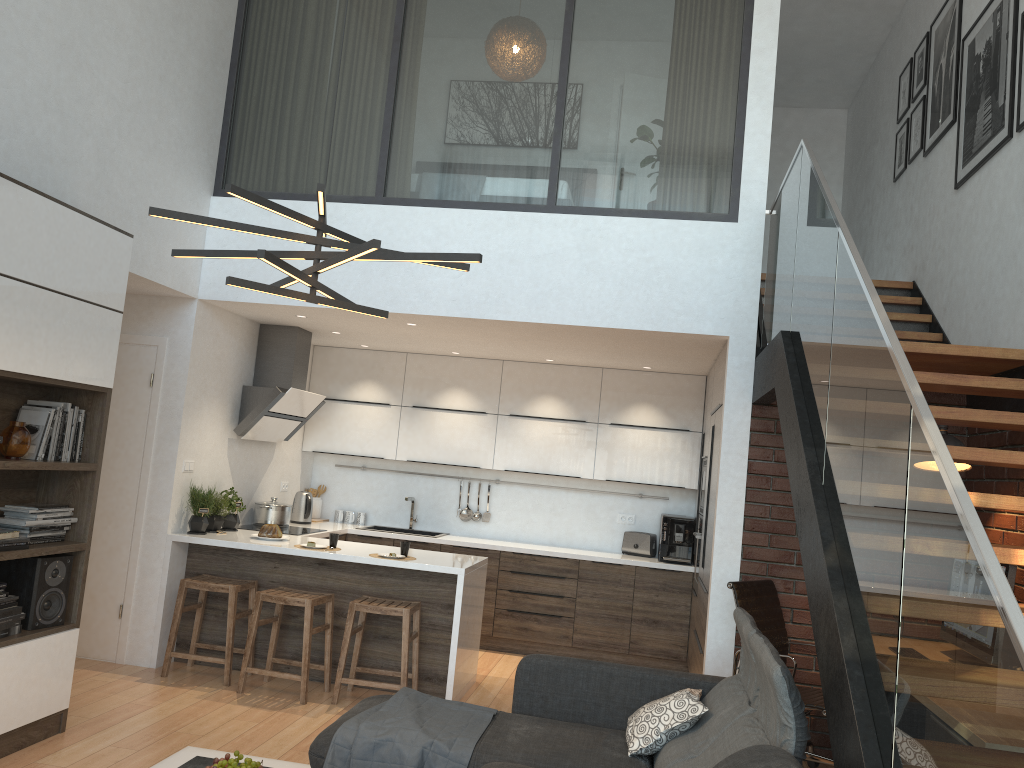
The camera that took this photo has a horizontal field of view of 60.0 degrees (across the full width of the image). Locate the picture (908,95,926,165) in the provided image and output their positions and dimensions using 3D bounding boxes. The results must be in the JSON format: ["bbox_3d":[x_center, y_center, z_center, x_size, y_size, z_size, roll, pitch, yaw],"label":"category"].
[{"bbox_3d":[3.024,-1.892,6.619,0.025,0.410,0.333,5,-5,9],"label":"picture"}]

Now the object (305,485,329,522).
[{"bbox_3d":[-1.773,1.056,7.913,0.221,0.316,0.330,5,-5,9],"label":"object"}]

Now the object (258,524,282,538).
[{"bbox_3d":[-1.647,1.005,6.042,0.155,0.101,0.161,5,-5,5],"label":"object"}]

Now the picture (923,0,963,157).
[{"bbox_3d":[2.954,-2.148,6.079,0.025,0.990,0.654,5,-5,9],"label":"picture"}]

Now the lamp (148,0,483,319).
[{"bbox_3d":[-0.506,-2.083,3.180,1.200,3.645,0.831,4,-6,19],"label":"lamp"}]

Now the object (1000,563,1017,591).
[{"bbox_3d":[2.158,1.097,4.327,0.431,0.535,0.716,5,-5,9],"label":"object"}]

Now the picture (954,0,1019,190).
[{"bbox_3d":[2.781,-1.760,5.208,0.025,0.990,0.871,5,-5,9],"label":"picture"}]

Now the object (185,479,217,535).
[{"bbox_3d":[-2.082,0.818,5.935,0.186,0.367,0.196,5,-5,9],"label":"object"}]

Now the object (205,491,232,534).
[{"bbox_3d":[-2.050,0.883,6.145,0.221,0.283,0.211,3,-6,22],"label":"object"}]

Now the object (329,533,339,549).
[{"bbox_3d":[-1.176,1.035,5.845,0.066,0.093,0.066,0,-7,45],"label":"object"}]

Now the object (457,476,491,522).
[{"bbox_3d":[-0.336,1.027,7.849,0.320,0.389,0.069,5,-5,10],"label":"object"}]

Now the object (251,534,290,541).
[{"bbox_3d":[-1.642,1.044,6.026,0.261,0.021,0.261,5,-5,4],"label":"object"}]

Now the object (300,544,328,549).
[{"bbox_3d":[-1.286,1.055,5.754,0.176,0.014,0.176,6,-5,-1],"label":"object"}]

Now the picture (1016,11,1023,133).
[{"bbox_3d":[2.610,-1.693,4.192,0.025,0.654,0.990,5,-5,9],"label":"picture"}]

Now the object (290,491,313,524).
[{"bbox_3d":[-1.771,1.040,7.483,0.179,0.270,0.220,6,-5,-3],"label":"object"}]

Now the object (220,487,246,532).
[{"bbox_3d":[-2.013,0.890,6.338,0.179,0.311,0.172,4,-6,20],"label":"object"}]

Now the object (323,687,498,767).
[{"bbox_3d":[-0.378,1.518,3.624,0.548,0.369,0.685,4,-5,17],"label":"object"}]

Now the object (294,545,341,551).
[{"bbox_3d":[-1.269,1.068,5.788,0.305,0.002,0.305,8,-6,-22],"label":"object"}]

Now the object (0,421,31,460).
[{"bbox_3d":[-2.259,0.256,4.033,0.130,0.171,0.130,10,-7,-41],"label":"object"}]

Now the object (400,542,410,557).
[{"bbox_3d":[-0.694,1.071,5.736,0.066,0.093,0.066,7,-5,-17],"label":"object"}]

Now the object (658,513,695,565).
[{"bbox_3d":[1.357,1.273,7.315,0.274,0.378,0.532,5,-5,9],"label":"object"}]

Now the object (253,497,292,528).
[{"bbox_3d":[-1.874,0.998,6.943,0.315,0.223,0.288,10,-7,-39],"label":"object"}]

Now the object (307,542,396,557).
[{"bbox_3d":[-1.030,1.059,5.686,0.597,0.039,0.064,5,-5,5],"label":"object"}]

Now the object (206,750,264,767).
[{"bbox_3d":[-0.929,1.258,2.862,0.256,0.173,0.279,5,-5,7],"label":"object"}]

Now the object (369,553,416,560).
[{"bbox_3d":[-0.763,1.106,5.675,0.304,0.002,0.304,1,-7,41],"label":"object"}]

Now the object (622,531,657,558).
[{"bbox_3d":[1.078,1.354,7.501,0.260,0.195,0.177,3,-6,29],"label":"object"}]

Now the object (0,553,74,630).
[{"bbox_3d":[-2.296,0.985,4.265,0.244,0.331,0.214,4,-6,19],"label":"object"}]

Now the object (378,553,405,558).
[{"bbox_3d":[-0.766,1.094,5.633,0.176,0.014,0.176,4,-5,14],"label":"object"}]

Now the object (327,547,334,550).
[{"bbox_3d":[-1.181,1.064,5.720,0.025,0.011,0.126,4,-5,13],"label":"object"}]

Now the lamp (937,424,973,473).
[{"bbox_3d":[2.200,1.138,4.567,0.462,2.003,1.054,6,-5,-7],"label":"lamp"}]

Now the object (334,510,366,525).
[{"bbox_3d":[-1.455,1.198,7.972,0.297,0.105,0.112,5,-5,11],"label":"object"}]

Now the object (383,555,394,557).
[{"bbox_3d":[-0.760,1.087,5.580,0.126,0.012,0.025,3,-6,28],"label":"object"}]
